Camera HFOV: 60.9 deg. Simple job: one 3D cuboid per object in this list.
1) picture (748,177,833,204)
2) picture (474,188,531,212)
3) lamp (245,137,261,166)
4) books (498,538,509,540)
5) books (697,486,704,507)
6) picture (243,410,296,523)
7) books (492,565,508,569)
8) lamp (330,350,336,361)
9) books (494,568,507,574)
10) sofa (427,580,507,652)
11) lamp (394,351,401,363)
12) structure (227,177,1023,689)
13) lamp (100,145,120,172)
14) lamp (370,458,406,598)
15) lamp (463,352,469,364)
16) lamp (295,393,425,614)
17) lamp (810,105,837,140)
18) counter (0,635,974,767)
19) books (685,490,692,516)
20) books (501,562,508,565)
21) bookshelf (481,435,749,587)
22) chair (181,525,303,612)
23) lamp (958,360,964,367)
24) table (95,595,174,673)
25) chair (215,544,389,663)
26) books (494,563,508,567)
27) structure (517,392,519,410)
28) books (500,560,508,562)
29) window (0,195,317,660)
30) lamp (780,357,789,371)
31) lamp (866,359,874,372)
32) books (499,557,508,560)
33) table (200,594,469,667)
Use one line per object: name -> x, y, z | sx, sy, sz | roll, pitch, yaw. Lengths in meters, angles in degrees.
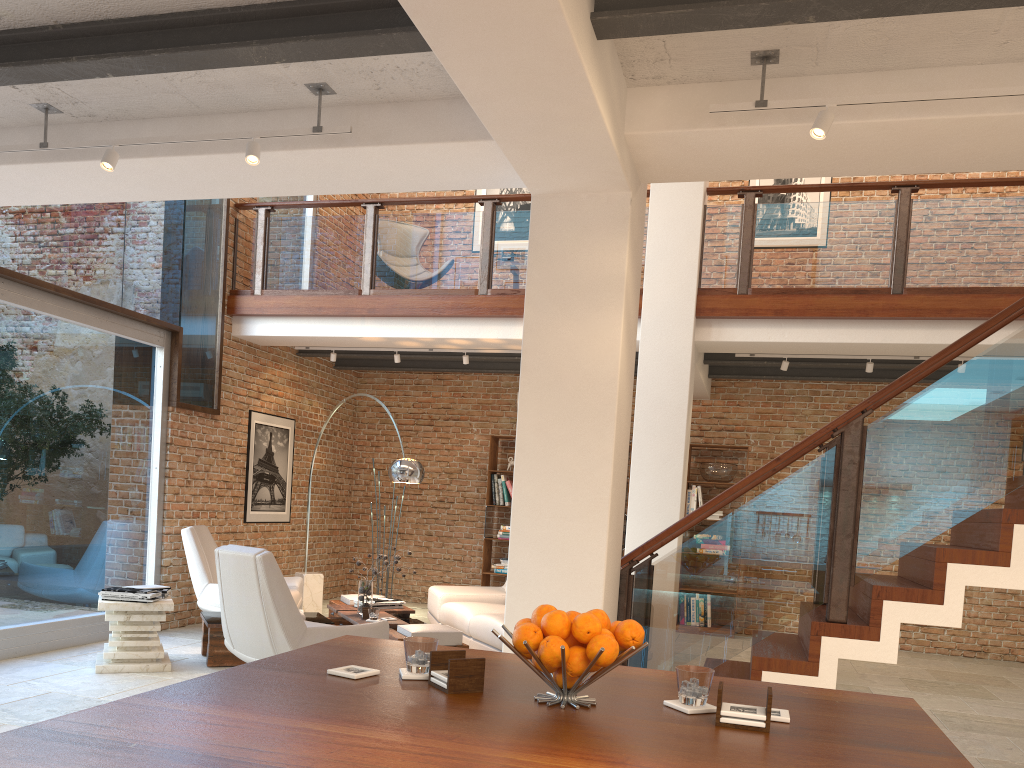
picture -> 3.159, -2.151, 9.948 | 0.911, 1.195, 0.027 | 3, 3, 15
picture -> -0.027, -2.235, 10.827 | 0.911, 1.195, 0.027 | 3, 3, 15
lamp -> -1.099, -0.987, 3.700 | 0.059, 0.128, 0.086 | 3, 0, -14
books -> 0.038, 1.908, 10.723 | 0.355, 0.020, 0.275 | 2, -8, 16
books -> 2.198, 1.376, 10.128 | 0.101, 0.383, 0.245 | 4, 0, 16
picture -> -2.640, 0.931, 9.532 | 0.027, 1.192, 0.918 | 4, -1, 16
books -> -0.035, 2.264, 10.760 | 0.379, 0.036, 0.247 | 2, -8, 16
lamp -> -1.874, -0.291, 9.149 | 0.059, 0.128, 0.086 | 3, 0, -14
books -> -0.020, 2.309, 10.749 | 0.325, 0.055, 0.258 | 0, -8, 26
sofa -> 0.146, 2.069, 7.745 | 1.150, 0.751, 2.334 | 6, -7, -24
lamp -> -1.179, -0.277, 8.959 | 0.060, 0.120, 0.086 | 4, -1, 18
structure -> 0.752, -0.164, 3.541 | 10.128, 4.116, 14.000 | 2, -7, 16
lamp -> -1.794, -1.006, 3.889 | 0.060, 0.128, 0.086 | 4, 0, 18
lamp -> -1.526, 1.809, 10.465 | 0.419, 1.817, 0.198 | 3, 3, -14
lamp -> -0.463, -0.254, 8.762 | 0.060, 0.128, 0.086 | 4, 0, 18
lamp -> -1.481, 1.260, 8.363 | 0.321, 2.343, 2.023 | 2, 0, -38
lamp -> 1.103, -0.928, 3.097 | 0.087, 0.129, 0.059 | 4, 1, -24
counter -> -0.088, 1.104, 1.405 | 1.681, 0.914, 2.522 | 2, -7, 16
books -> 2.064, 1.397, 10.143 | 0.055, 0.329, 0.256 | 4, -1, 16
books -> -0.015, 2.213, 10.767 | 0.205, 0.033, 0.134 | 2, -7, 16
bookshelf -> 1.174, 1.783, 10.390 | 3.026, 2.197, 0.365 | 3, 2, 15
chair -> -2.483, 1.808, 7.936 | 0.983, 0.995, 1.031 | 4, -3, 0
lamp -> 3.898, -0.138, 7.558 | 0.060, 0.128, 0.086 | 4, 0, 18
table -> -2.776, 1.826, 6.413 | 0.498, 0.502, 0.494 | 5, -3, -24
chair -> -1.491, 1.582, 5.826 | 1.023, 1.013, 0.980 | 2, -3, 32
books -> -0.021, 2.235, 10.745 | 0.379, 0.018, 0.246 | 3, -8, 8
structure -> 0.477, 0.233, 10.674 | 0.810, 0.219, 0.201 | 2, -2, 15
books -> -0.016, 2.187, 10.774 | 0.236, 0.019, 0.172 | 3, -8, 9
window -> -4.277, -1.475, 4.364 | 0.645, 6.361, 12.458 | 4, -5, 16
lamp -> 2.487, -0.176, 7.945 | 0.059, 0.128, 0.086 | 3, 0, -14
lamp -> 3.183, -0.157, 7.756 | 0.060, 0.128, 0.086 | 4, 0, 18
books -> -0.012, 2.158, 10.750 | 0.251, 0.017, 0.164 | 2, -8, 16
table -> -1.496, 2.045, 7.149 | 1.981, 0.427, 2.211 | 7, -8, -23
